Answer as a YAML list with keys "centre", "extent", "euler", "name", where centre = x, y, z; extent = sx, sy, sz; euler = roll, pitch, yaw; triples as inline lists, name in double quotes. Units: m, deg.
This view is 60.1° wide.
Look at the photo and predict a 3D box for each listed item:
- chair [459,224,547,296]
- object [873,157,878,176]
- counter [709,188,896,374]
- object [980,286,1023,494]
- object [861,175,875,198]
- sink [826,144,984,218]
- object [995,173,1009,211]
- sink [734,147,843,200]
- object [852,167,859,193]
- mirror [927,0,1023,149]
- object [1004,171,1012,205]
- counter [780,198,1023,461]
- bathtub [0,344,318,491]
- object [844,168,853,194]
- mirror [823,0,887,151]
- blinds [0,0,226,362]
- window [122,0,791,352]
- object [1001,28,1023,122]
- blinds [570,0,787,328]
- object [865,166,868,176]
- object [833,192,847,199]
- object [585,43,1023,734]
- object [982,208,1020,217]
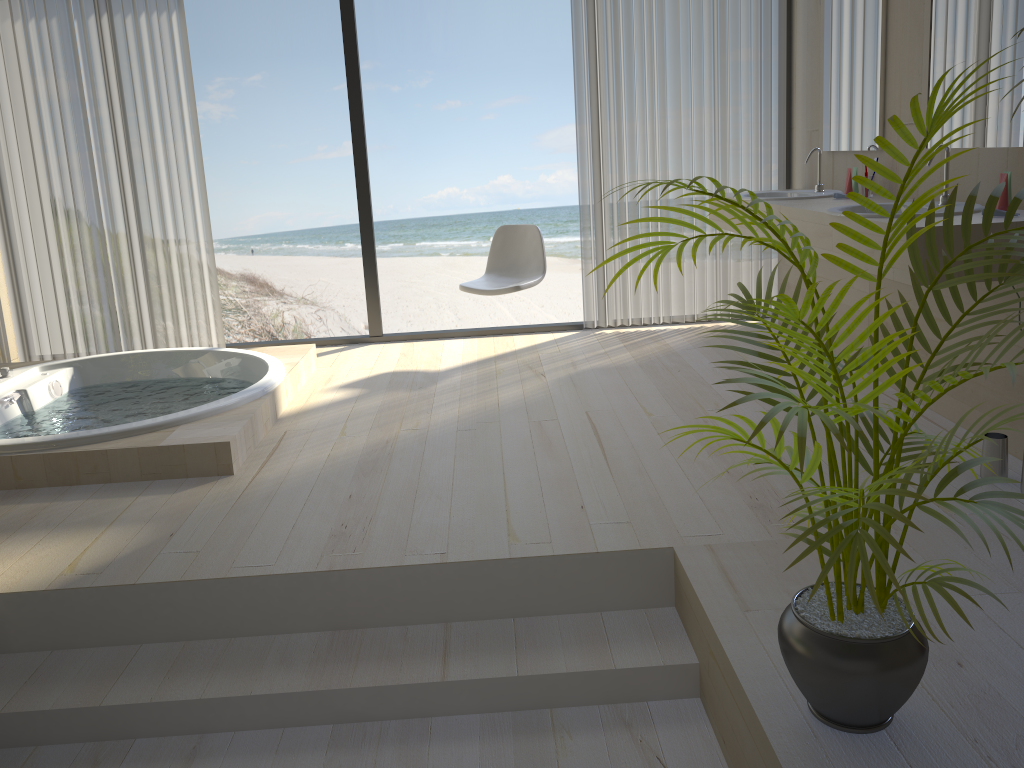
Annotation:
- centre: [-0.039, -0.665, 4.751]
  extent: [0.369, 0.343, 0.459]
  euler: [3, 15, 26]
  name: "chair"
- centre: [1.595, -0.915, 3.926]
  extent: [0.054, 0.173, 0.012]
  euler: [2, 13, 24]
  name: "object"
- centre: [1.426, -0.555, 4.478]
  extent: [0.550, 0.781, 1.220]
  euler: [-4, 14, -1]
  name: "counter"
- centre: [1.613, -0.056, 2.578]
  extent: [0.407, 0.740, 0.277]
  euler: [-6, 12, -13]
  name: "object"
- centre: [1.583, -0.876, 3.940]
  extent: [0.058, 0.099, 0.059]
  euler: [-2, 12, 5]
  name: "object"
- centre: [1.401, -0.640, 3.180]
  extent: [0.504, 0.414, 0.581]
  euler: [-3, 13, 2]
  name: "sink"
- centre: [1.575, -0.608, 2.840]
  extent: [0.039, 0.133, 0.039]
  euler: [6, 15, 39]
  name: "object"
- centre: [1.357, -0.944, 4.362]
  extent: [0.504, 0.414, 0.581]
  euler: [-3, 13, 2]
  name: "sink"
- centre: [1.594, -0.940, 4.115]
  extent: [0.039, 0.133, 0.039]
  euler: [-14, 16, -42]
  name: "object"
- centre: [1.680, -1.290, 3.184]
  extent: [0.023, 0.858, 0.661]
  euler: [-4, 13, -1]
  name: "mirror"
- centre: [1.638, -0.635, 2.933]
  extent: [0.039, 0.133, 0.039]
  euler: [6, 15, 39]
  name: "object"
- centre: [1.470, -0.250, 3.295]
  extent: [0.550, 0.781, 1.220]
  euler: [-4, 14, -1]
  name: "counter"
- centre: [-1.922, 0.120, 3.898]
  extent: [1.821, 0.690, 1.668]
  euler: [-4, 14, -1]
  name: "bathtub"
- centre: [1.531, -0.912, 4.023]
  extent: [0.039, 0.133, 0.039]
  euler: [-14, 16, -42]
  name: "object"
- centre: [1.615, -1.550, 4.199]
  extent: [0.023, 0.858, 0.661]
  euler: [-4, 13, -1]
  name: "mirror"
- centre: [-2.296, -1.160, 4.929]
  extent: [1.183, 2.046, 0.085]
  euler: [-4, 11, -1]
  name: "blinds"
- centre: [-0.676, -1.547, 4.713]
  extent: [4.560, 2.781, 0.754]
  euler: [-4, 12, -1]
  name: "window"
- centre: [1.280, -0.290, 1.554]
  extent: [0.787, 1.736, 0.946]
  euler: [2, 13, 23]
  name: "object"
- centre: [0.951, -1.368, 5.009]
  extent: [1.183, 2.046, 0.085]
  euler: [-4, 11, -1]
  name: "blinds"
- centre: [1.562, -0.910, 3.909]
  extent: [0.012, 0.176, 0.050]
  euler: [5, 14, 37]
  name: "object"
- centre: [1.492, -0.845, 3.965]
  extent: [0.105, 0.028, 0.033]
  euler: [8, 17, 38]
  name: "object"
- centre: [0.551, 0.046, 1.551]
  extent: [0.918, 1.143, 0.758]
  euler: [5, 15, 31]
  name: "object"
- centre: [1.536, -0.541, 2.783]
  extent: [0.105, 0.028, 0.033]
  euler: [8, 17, 38]
  name: "object"
